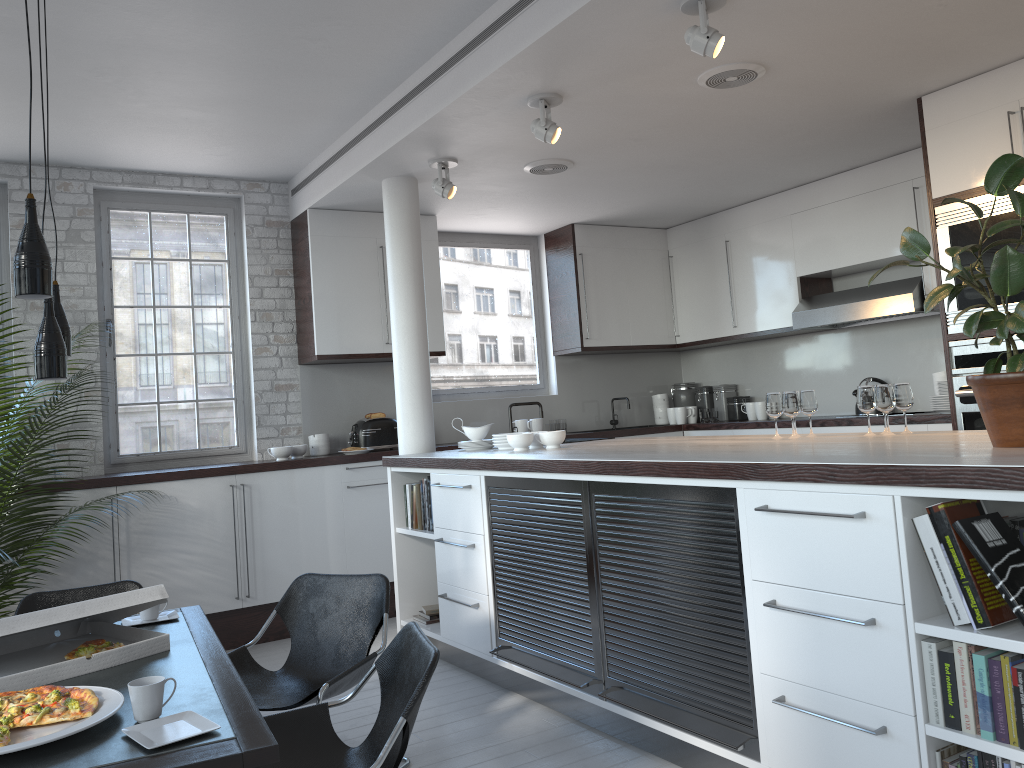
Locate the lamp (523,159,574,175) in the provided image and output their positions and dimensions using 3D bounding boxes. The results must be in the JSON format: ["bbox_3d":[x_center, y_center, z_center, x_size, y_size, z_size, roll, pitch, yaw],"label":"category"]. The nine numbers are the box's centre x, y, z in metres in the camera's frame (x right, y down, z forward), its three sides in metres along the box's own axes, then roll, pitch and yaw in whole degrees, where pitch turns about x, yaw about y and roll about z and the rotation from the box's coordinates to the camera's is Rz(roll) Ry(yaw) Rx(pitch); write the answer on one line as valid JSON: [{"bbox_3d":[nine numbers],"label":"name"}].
[{"bbox_3d":[0.239,-1.417,5.804,0.328,0.025,0.328,-5,-2,34],"label":"lamp"}]

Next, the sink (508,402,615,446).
[{"bbox_3d":[0.246,0.368,5.733,0.649,0.520,0.545,-3,-3,-31],"label":"sink"}]

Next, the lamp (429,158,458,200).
[{"bbox_3d":[-0.421,-1.266,5.527,0.183,0.239,0.182,-2,-4,-28],"label":"lamp"}]

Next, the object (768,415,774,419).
[{"bbox_3d":[2.247,0.221,7.601,0.138,0.152,0.108,-3,-4,-24],"label":"object"}]

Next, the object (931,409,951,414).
[{"bbox_3d":[2.945,0.175,5.854,0.330,0.035,0.329,-2,-3,-43],"label":"object"}]

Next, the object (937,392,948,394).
[{"bbox_3d":[2.937,0.059,5.862,0.231,0.025,0.231,-2,-3,-43],"label":"object"}]

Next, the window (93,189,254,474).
[{"bbox_3d":[-4.381,-0.448,10.509,8.141,6.086,9.120,-3,-3,-31],"label":"window"}]

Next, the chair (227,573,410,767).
[{"bbox_3d":[-0.833,1.210,3.535,0.670,0.780,0.664,-6,-3,24],"label":"chair"}]

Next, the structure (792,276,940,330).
[{"bbox_3d":[2.649,-0.588,6.534,0.523,0.250,1.039,-3,-2,-31],"label":"structure"}]

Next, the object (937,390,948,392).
[{"bbox_3d":[2.936,0.050,5.863,0.231,0.025,0.231,-2,-3,-43],"label":"object"}]

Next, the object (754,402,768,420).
[{"bbox_3d":[2.118,0.229,7.548,0.109,0.152,0.138,-3,-3,-17],"label":"object"}]

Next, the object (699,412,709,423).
[{"bbox_3d":[1.716,0.298,7.878,0.094,0.098,0.093,-3,-3,-14],"label":"object"}]

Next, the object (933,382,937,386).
[{"bbox_3d":[3.005,0.005,6.142,0.153,0.076,0.154,-4,-2,-9],"label":"object"}]

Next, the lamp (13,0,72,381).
[{"bbox_3d":[-1.505,-0.938,2.827,0.114,1.857,1.052,-2,-4,-24],"label":"lamp"}]

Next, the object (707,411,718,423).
[{"bbox_3d":[1.769,0.291,7.789,0.094,0.098,0.093,-3,-3,-14],"label":"object"}]

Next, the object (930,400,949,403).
[{"bbox_3d":[2.941,0.114,5.858,0.330,0.035,0.329,-2,-3,-43],"label":"object"}]

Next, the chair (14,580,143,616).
[{"bbox_3d":[-1.785,1.285,3.710,0.671,0.780,0.662,-3,-3,-26],"label":"chair"}]

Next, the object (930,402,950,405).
[{"bbox_3d":[2.942,0.129,5.857,0.330,0.035,0.329,-2,-3,-43],"label":"object"}]

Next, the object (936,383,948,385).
[{"bbox_3d":[2.933,0.003,5.866,0.231,0.025,0.231,-2,-3,-43],"label":"object"}]

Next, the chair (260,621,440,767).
[{"bbox_3d":[-0.535,1.156,2.537,0.665,0.780,0.669,-3,-3,-16],"label":"chair"}]

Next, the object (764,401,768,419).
[{"bbox_3d":[2.169,0.230,7.708,0.138,0.152,0.109,-6,-4,31],"label":"object"}]

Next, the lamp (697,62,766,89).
[{"bbox_3d":[1.088,-1.524,4.396,0.329,0.025,0.327,-3,-2,-26],"label":"lamp"}]

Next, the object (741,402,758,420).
[{"bbox_3d":[2.061,0.236,7.639,0.138,0.152,0.108,-4,-3,-9],"label":"object"}]

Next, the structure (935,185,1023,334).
[{"bbox_3d":[3.025,-0.677,4.667,0.957,0.705,1.029,-3,-3,-31],"label":"structure"}]

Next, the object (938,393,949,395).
[{"bbox_3d":[2.938,0.068,5.862,0.231,0.025,0.231,-2,-3,-43],"label":"object"}]

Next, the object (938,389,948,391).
[{"bbox_3d":[2.936,0.040,5.864,0.231,0.025,0.231,-2,-3,-43],"label":"object"}]

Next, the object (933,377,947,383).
[{"bbox_3d":[3.003,-0.025,6.142,0.153,0.067,0.152,-5,-2,17],"label":"object"}]

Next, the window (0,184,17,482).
[{"bbox_3d":[-3.755,-0.327,5.607,1.034,1.996,0.132,-2,-5,-31],"label":"window"}]

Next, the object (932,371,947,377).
[{"bbox_3d":[2.998,-0.057,6.146,0.153,0.070,0.153,-4,-2,8],"label":"object"}]

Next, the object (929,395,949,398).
[{"bbox_3d":[2.939,0.084,5.861,0.330,0.035,0.329,-2,-3,-43],"label":"object"}]

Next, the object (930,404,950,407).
[{"bbox_3d":[2.943,0.145,5.856,0.330,0.035,0.329,-2,-3,-43],"label":"object"}]

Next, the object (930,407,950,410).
[{"bbox_3d":[2.944,0.160,5.855,0.330,0.035,0.329,-2,-3,-43],"label":"object"}]

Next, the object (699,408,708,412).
[{"bbox_3d":[1.715,0.268,7.882,0.094,0.098,0.093,-3,-3,-14],"label":"object"}]

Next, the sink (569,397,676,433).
[{"bbox_3d":[0.955,0.328,7.861,0.916,0.414,0.432,-3,-3,-31],"label":"sink"}]

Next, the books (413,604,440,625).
[{"bbox_3d":[-0.377,1.243,5.263,0.293,0.325,0.471,-2,-3,-34],"label":"books"}]

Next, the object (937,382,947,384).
[{"bbox_3d":[2.932,-0.005,5.867,0.231,0.025,0.231,-2,-3,-43],"label":"object"}]

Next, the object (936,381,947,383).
[{"bbox_3d":[2.932,-0.014,5.868,0.231,0.025,0.231,-2,-3,-43],"label":"object"}]

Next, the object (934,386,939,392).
[{"bbox_3d":[3.010,0.040,6.142,0.153,0.060,0.153,-3,-3,-38],"label":"object"}]

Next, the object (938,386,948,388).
[{"bbox_3d":[2.934,0.021,5.865,0.231,0.025,0.231,-2,-3,-43],"label":"object"}]

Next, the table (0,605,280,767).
[{"bbox_3d":[-1.339,1.255,2.669,0.959,0.705,1.912,-3,-2,-25],"label":"table"}]

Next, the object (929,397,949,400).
[{"bbox_3d":[2.940,0.099,5.860,0.330,0.035,0.329,-2,-3,-43],"label":"object"}]

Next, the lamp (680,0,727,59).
[{"bbox_3d":[0.775,-1.416,3.544,0.183,0.239,0.182,-2,-4,-28],"label":"lamp"}]

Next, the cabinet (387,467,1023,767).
[{"bbox_3d":[0.938,0.899,4.019,1.501,1.174,4.158,-3,-3,-31],"label":"cabinet"}]

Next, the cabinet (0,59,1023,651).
[{"bbox_3d":[0.348,0.019,3.933,7.234,3.008,7.279,-3,-3,-31],"label":"cabinet"}]

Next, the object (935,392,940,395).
[{"bbox_3d":[3.014,0.069,6.139,0.153,0.075,0.153,-5,-3,27],"label":"object"}]

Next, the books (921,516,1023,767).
[{"bbox_3d":[1.464,0.780,2.308,0.492,0.800,0.539,-2,-4,-31],"label":"books"}]

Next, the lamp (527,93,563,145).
[{"bbox_3d":[0.177,-1.341,4.535,0.183,0.239,0.182,-2,-4,-28],"label":"lamp"}]

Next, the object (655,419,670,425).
[{"bbox_3d":[1.417,0.353,8.306,0.153,0.055,0.153,-5,-2,12],"label":"object"}]

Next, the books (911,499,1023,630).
[{"bbox_3d":[1.272,0.472,2.353,0.186,0.329,0.322,-2,-4,-31],"label":"books"}]

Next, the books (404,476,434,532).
[{"bbox_3d":[-0.438,0.693,5.270,0.253,0.324,0.508,-2,-3,-31],"label":"books"}]

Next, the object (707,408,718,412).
[{"bbox_3d":[1.767,0.261,7.791,0.094,0.098,0.093,-3,-3,-14],"label":"object"}]

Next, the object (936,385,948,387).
[{"bbox_3d":[2.934,0.012,5.866,0.231,0.025,0.231,-2,-3,-43],"label":"object"}]

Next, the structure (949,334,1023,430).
[{"bbox_3d":[3.040,0.229,4.572,1.025,1.030,1.046,-2,-3,-31],"label":"structure"}]

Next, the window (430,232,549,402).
[{"bbox_3d":[-0.268,-0.594,7.731,1.299,1.462,0.132,-2,-4,-31],"label":"window"}]

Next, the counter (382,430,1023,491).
[{"bbox_3d":[0.890,0.312,4.070,1.447,0.061,4.188,-3,-2,-31],"label":"counter"}]
